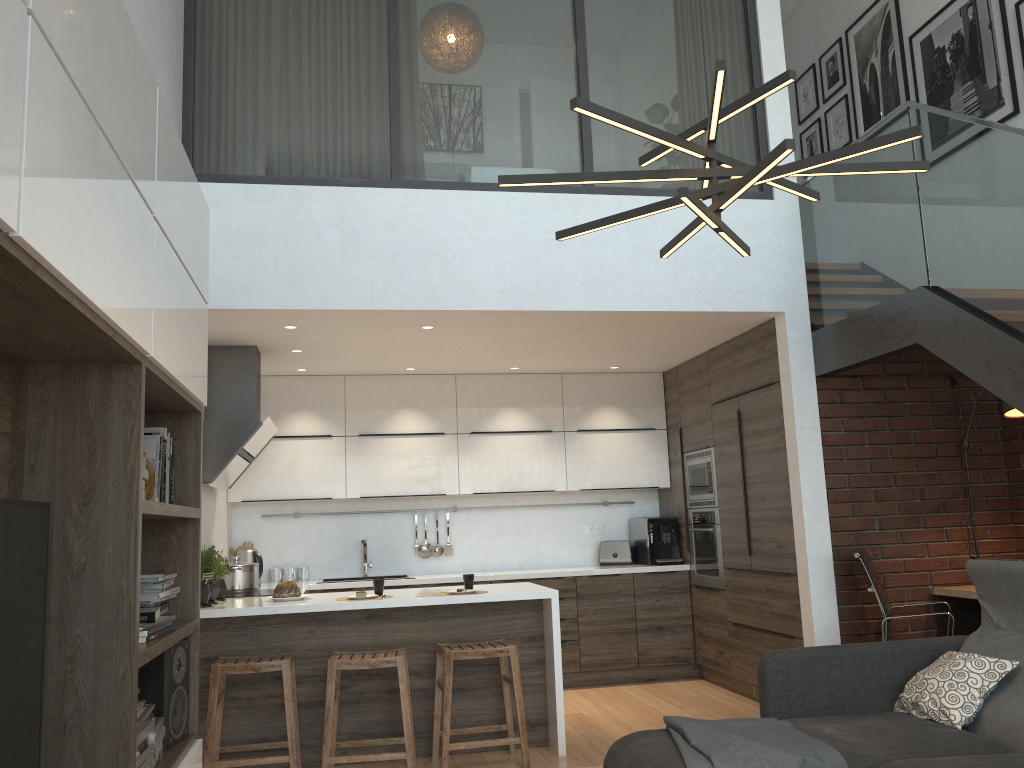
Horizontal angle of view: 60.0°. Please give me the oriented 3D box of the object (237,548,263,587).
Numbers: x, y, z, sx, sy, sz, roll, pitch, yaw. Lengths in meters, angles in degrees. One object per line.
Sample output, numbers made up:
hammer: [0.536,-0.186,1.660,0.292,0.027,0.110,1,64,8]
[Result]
object: [-1.847,1.286,6.202,0.179,0.270,0.220,2,-10,-23]

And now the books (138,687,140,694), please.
books: [-1.235,0.948,2.673,0.161,0.023,0.213,-1,-9,-7]

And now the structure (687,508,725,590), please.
structure: [1.625,1.202,6.558,0.495,0.570,0.595,-1,-9,-11]

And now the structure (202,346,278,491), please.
structure: [-1.741,0.169,5.704,0.407,0.998,0.898,-1,-9,-11]

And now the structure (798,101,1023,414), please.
structure: [2.708,0.230,3.989,1.289,3.460,5.660,-1,-9,-11]

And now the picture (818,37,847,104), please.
picture: [2.617,-2.555,7.241,0.025,0.410,0.333,-1,-9,-11]

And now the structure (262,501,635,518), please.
structure: [-0.454,1.004,7.115,3.000,0.045,0.050,-1,-9,-11]

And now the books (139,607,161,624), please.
books: [-1.201,0.699,2.654,0.266,0.030,0.209,0,-9,-17]

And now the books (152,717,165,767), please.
books: [-1.186,1.100,2.663,0.248,0.123,0.307,0,-9,-16]

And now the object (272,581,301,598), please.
object: [-1.243,1.141,4.896,0.155,0.101,0.161,0,-9,-15]

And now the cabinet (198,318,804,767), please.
cabinet: [-0.211,0.963,5.961,3.495,2.401,2.401,-1,-9,-11]

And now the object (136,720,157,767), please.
object: [-1.109,1.021,2.353,0.270,0.174,0.285,-1,-9,-11]

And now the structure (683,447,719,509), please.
structure: [1.622,0.708,6.639,0.459,0.430,0.595,-1,-9,-11]

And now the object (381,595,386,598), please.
object: [-0.691,1.139,4.754,0.025,0.011,0.126,-1,-9,-7]

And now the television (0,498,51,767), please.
television: [-1.005,0.573,1.489,0.229,0.779,1.220,-1,-9,-11]

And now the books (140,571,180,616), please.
books: [-1.269,0.730,2.996,0.224,0.176,0.374,-1,-9,-11]

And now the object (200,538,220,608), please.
object: [-1.631,0.983,4.652,0.186,0.367,0.196,-1,-9,-11]

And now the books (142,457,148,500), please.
books: [-1.181,0.266,2.476,0.277,0.137,0.343,0,-9,-16]

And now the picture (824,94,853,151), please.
picture: [2.637,-2.076,7.165,0.025,0.410,0.333,-1,-9,-11]

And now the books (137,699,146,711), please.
books: [-1.216,0.985,2.669,0.161,0.023,0.213,-1,-9,-7]

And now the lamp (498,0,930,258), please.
lamp: [0.494,-2.222,2.725,1.200,3.645,0.831,-2,-9,-1]

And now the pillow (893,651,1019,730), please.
pillow: [1.899,0.966,2.385,0.386,0.364,2.734,-1,-9,-7]

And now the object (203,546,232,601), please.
object: [-1.697,1.077,5.050,0.179,0.311,0.172,-2,-9,0]

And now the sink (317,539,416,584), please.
sink: [-1.095,1.428,6.639,0.706,0.518,0.512,-1,-9,-11]

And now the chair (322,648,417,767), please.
chair: [-0.707,1.649,4.402,0.450,0.600,0.350,-1,-9,-6]

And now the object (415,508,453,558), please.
object: [-0.632,1.184,7.043,0.320,0.389,0.069,-1,-9,-10]

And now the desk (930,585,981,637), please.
desk: [2.947,1.379,4.127,0.610,0.750,2.182,-1,-9,-11]

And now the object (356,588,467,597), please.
object: [-0.539,1.120,4.773,0.597,0.039,0.064,0,-9,-15]

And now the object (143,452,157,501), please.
object: [-1.203,0.305,2.829,0.130,0.171,0.130,-7,-10,28]

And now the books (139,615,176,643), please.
books: [-1.171,0.735,2.645,0.250,0.047,0.310,-1,-9,-5]

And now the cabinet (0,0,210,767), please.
cabinet: [-0.929,0.208,1.302,0.338,2.494,4.036,-1,-9,-11]

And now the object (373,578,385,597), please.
object: [-0.732,1.119,4.873,0.066,0.093,0.066,-6,-10,24]

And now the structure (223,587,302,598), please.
structure: [-1.608,1.305,5.536,0.550,0.006,0.609,-1,-9,-11]

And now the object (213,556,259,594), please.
object: [-1.762,1.215,5.662,0.288,0.223,0.315,-8,-10,30]

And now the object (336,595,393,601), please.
object: [-0.796,1.155,4.786,0.305,0.002,0.305,6,-12,-41]

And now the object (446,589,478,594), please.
object: [-0.270,1.129,4.814,0.176,0.014,0.176,-1,-9,-6]

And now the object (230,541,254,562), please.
object: [-1.994,1.332,6.604,0.221,0.316,0.330,-1,-9,-11]

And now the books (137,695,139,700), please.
books: [-1.219,0.966,2.670,0.142,0.015,0.198,0,-9,-12]

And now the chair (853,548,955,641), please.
chair: [2.212,1.384,4.754,0.700,0.991,0.651,-6,-10,23]

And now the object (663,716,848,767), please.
object: [0.821,1.380,3.050,0.548,0.369,0.685,-2,-9,-3]

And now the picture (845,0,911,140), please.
picture: [2.730,-2.362,6.644,0.025,0.990,0.654,-1,-9,-11]

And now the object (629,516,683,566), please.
object: [1.157,1.254,7.120,0.274,0.378,0.532,-1,-9,-11]

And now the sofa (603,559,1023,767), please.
sofa: [1.329,1.013,2.159,2.108,0.995,3.169,-1,-9,-11]

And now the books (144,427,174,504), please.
books: [-1.311,0.294,3.086,0.201,0.287,0.332,-1,-9,-11]

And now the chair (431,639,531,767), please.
chair: [-0.177,1.656,4.583,0.450,0.600,0.350,0,-9,-13]

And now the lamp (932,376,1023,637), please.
lamp: [2.870,0.860,4.841,0.462,2.003,1.054,2,-10,-27]

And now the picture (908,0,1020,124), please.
picture: [2.904,-2.024,5.753,0.025,0.990,0.871,-1,-9,-11]

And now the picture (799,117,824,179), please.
picture: [2.561,-2.008,7.563,0.025,0.410,0.333,-1,-9,-11]

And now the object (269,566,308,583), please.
object: [-1.703,1.453,6.764,0.297,0.105,0.112,-1,-9,-9]

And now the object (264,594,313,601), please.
object: [-1.229,1.178,4.881,0.261,0.021,0.261,0,-9,-16]

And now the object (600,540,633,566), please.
object: [0.841,1.370,7.195,0.260,0.195,0.177,-4,-9,9]

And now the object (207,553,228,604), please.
object: [-1.666,1.059,4.857,0.221,0.283,0.211,-3,-9,2]

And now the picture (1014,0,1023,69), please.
picture: [3.098,-2.014,4.739,0.025,0.654,0.990,-1,-9,-11]

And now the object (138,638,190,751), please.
object: [-1.244,1.049,3.005,0.244,0.331,0.214,-2,-9,-1]

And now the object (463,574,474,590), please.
object: [-0.241,1.108,4.937,0.066,0.093,0.066,5,-11,-37]

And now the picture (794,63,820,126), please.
picture: [2.542,-2.490,7.640,0.025,0.410,0.333,-1,-9,-11]

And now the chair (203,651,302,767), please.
chair: [-1.285,1.675,4.415,0.450,0.600,0.350,-1,-9,-11]

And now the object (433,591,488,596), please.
object: [-0.281,1.145,4.854,0.304,0.002,0.304,-6,-10,21]

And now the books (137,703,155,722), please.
books: [-1.208,1.017,2.667,0.224,0.042,0.277,0,-9,-15]

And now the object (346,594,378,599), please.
object: [-0.802,1.141,4.749,0.176,0.014,0.176,1,-10,-21]
